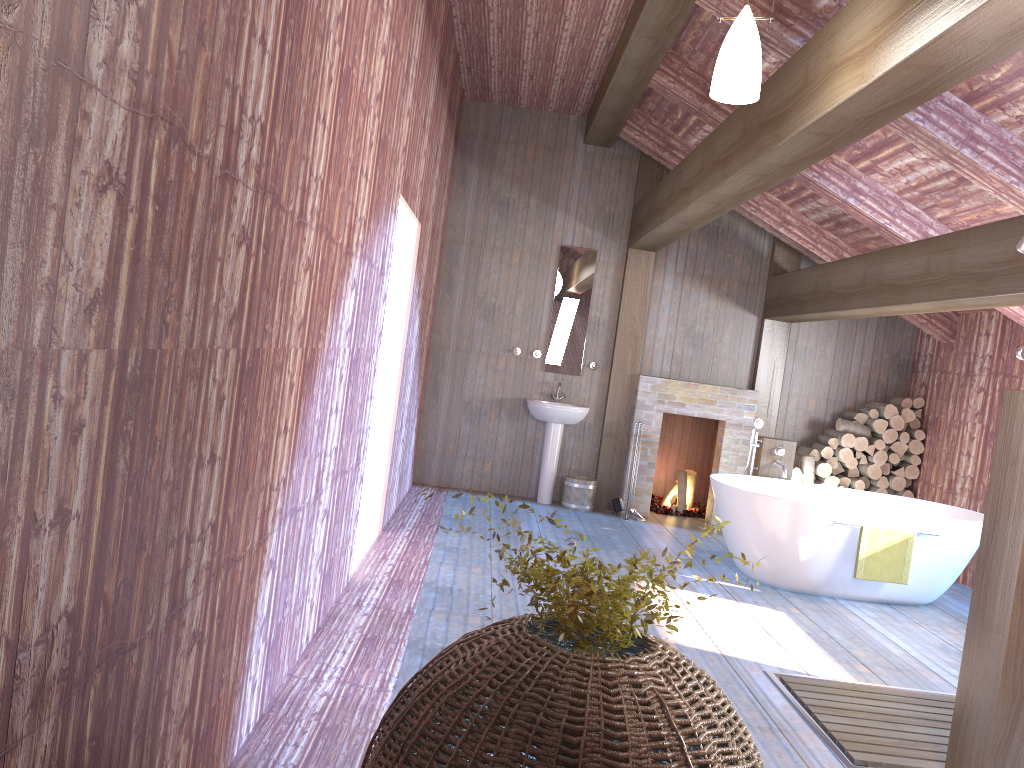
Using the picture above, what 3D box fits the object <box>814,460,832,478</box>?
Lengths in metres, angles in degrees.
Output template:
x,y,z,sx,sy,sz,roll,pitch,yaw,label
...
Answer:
x,y,z,sx,sy,sz,roll,pitch,yaw,label
2.822,0.766,8.239,0.138,0.147,0.440,8,2,-1,object

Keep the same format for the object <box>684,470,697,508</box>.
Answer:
x,y,z,sx,sy,sz,roll,pitch,yaw,label
1.772,1.094,8.958,0.140,0.459,0.266,8,2,16,object

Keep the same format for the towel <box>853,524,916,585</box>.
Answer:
x,y,z,sx,sy,sz,roll,pitch,yaw,label
2.429,1.110,5.777,0.370,0.361,0.032,7,2,-5,towel

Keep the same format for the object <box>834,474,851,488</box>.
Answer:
x,y,z,sx,sy,sz,roll,pitch,yaw,label
3.037,0.896,8.254,0.114,0.120,0.303,8,2,-1,object

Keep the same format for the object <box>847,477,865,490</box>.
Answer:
x,y,z,sx,sy,sz,roll,pitch,yaw,label
3.140,0.906,8.252,0.098,0.100,0.437,8,2,-4,object

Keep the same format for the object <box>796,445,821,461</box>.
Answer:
x,y,z,sx,sy,sz,roll,pitch,yaw,label
2.763,0.647,8.273,0.114,0.113,0.301,8,2,-4,object

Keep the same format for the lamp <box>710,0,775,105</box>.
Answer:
x,y,z,sx,sy,sz,roll,pitch,yaw,label
0.862,-1.522,3.153,0.174,1.001,0.174,7,2,-21,lamp

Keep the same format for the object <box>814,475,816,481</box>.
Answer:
x,y,z,sx,sy,sz,roll,pitch,yaw,label
2.744,0.851,8.333,0.121,0.124,0.291,8,2,-1,object

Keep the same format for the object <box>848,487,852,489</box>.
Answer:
x,y,z,sx,sy,sz,roll,pitch,yaw,label
3.059,0.977,8.257,0.086,0.089,0.279,8,2,-4,object

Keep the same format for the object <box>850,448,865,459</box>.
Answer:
x,y,z,sx,sy,sz,roll,pitch,yaw,label
3.181,0.645,8.242,0.088,0.092,0.280,8,2,-1,object

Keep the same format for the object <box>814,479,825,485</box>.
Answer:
x,y,z,sx,sy,sz,roll,pitch,yaw,label
2.761,0.962,8.270,0.155,0.174,0.483,8,2,-3,object

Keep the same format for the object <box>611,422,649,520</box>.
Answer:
x,y,z,sx,sy,sz,roll,pitch,yaw,label
1.085,0.778,8.129,0.276,0.888,0.333,10,3,40,object

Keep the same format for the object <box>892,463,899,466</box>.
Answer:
x,y,z,sx,sy,sz,roll,pitch,yaw,label
3.529,0.719,8.245,0.067,0.069,0.177,8,2,-2,object

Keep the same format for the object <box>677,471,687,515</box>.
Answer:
x,y,z,sx,sy,sz,roll,pitch,yaw,label
1.673,1.074,8.726,0.098,0.434,0.283,8,2,-4,object

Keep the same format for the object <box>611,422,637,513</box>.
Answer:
x,y,z,sx,sy,sz,roll,pitch,yaw,label
1.017,0.761,8.075,0.136,0.846,0.062,7,2,-20,object

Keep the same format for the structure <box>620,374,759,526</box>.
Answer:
x,y,z,sx,sy,sz,roll,pitch,yaw,label
1.651,0.641,8.379,1.130,1.330,0.226,8,2,-2,structure

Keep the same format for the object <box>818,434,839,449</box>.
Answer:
x,y,z,sx,sy,sz,roll,pitch,yaw,label
2.939,0.534,8.240,0.106,0.112,0.282,8,2,-1,object

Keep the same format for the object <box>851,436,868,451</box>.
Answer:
x,y,z,sx,sy,sz,roll,pitch,yaw,label
3.153,0.529,8.241,0.138,0.147,0.440,8,2,-1,object

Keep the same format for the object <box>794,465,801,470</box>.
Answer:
x,y,z,sx,sy,sz,roll,pitch,yaw,label
2.651,0.797,8.343,0.099,0.093,0.280,8,2,-1,object

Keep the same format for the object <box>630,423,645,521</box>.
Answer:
x,y,z,sx,sy,sz,roll,pitch,yaw,label
1.161,0.793,8.068,0.206,0.871,0.126,10,3,41,object

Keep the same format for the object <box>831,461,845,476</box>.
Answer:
x,y,z,sx,sy,sz,roll,pitch,yaw,label
3.009,0.774,8.341,0.128,0.150,0.323,8,2,-2,object

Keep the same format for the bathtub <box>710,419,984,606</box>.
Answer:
x,y,z,sx,sy,sz,roll,pitch,yaw,label
2.387,0.917,6.340,1.935,1.109,1.460,9,2,20,bathtub

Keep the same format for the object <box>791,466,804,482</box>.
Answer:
x,y,z,sx,sy,sz,roll,pitch,yaw,label
2.558,0.813,8.243,0.139,0.137,0.455,8,2,-4,object

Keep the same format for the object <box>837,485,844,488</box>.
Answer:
x,y,z,sx,sy,sz,roll,pitch,yaw,label
2.967,0.963,8.247,0.098,0.100,0.437,8,2,-4,object

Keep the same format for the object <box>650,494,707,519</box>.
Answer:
x,y,z,sx,sy,sz,roll,pitch,yaw,label
1.650,1.238,9.052,0.829,0.085,0.935,7,2,-19,object

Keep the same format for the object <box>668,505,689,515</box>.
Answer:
x,y,z,sx,sy,sz,roll,pitch,yaw,label
1.644,1.235,8.741,0.278,0.084,0.085,5,3,-45,object

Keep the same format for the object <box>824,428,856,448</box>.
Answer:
x,y,z,sx,sy,sz,roll,pitch,yaw,label
3.042,0.500,8.237,0.135,0.145,0.439,8,2,-1,object

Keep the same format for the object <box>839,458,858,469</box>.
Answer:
x,y,z,sx,sy,sz,roll,pitch,yaw,label
3.099,0.711,8.240,0.115,0.123,0.291,8,2,-1,object

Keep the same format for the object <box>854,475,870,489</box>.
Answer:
x,y,z,sx,sy,sz,roll,pitch,yaw,label
3.249,0.908,8.355,0.116,0.118,0.289,8,2,-4,object

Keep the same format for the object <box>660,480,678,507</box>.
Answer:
x,y,z,sx,sy,sz,roll,pitch,yaw,label
1.607,1.116,8.891,0.221,0.306,0.121,9,2,26,object

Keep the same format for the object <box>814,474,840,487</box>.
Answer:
x,y,z,sx,sy,sz,roll,pitch,yaw,label
2.894,0.885,8.261,0.139,0.148,0.458,8,2,-1,object

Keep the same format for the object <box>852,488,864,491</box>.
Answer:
x,y,z,sx,sy,sz,roll,pitch,yaw,label
3.166,1.007,8.262,0.111,0.113,0.301,8,2,-3,object

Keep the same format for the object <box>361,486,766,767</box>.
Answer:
x,y,z,sx,sy,sz,roll,pitch,yaw,label
0.148,0.808,2.041,0.972,1.073,0.970,7,2,-21,object

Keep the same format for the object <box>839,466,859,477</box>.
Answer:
x,y,z,sx,sy,sz,roll,pitch,yaw,label
3.155,0.808,8.349,0.104,0.127,0.321,8,2,-1,object

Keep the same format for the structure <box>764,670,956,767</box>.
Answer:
x,y,z,sx,sy,sz,roll,pitch,yaw,label
1.722,1.500,3.808,1.000,0.067,1.000,8,2,-2,structure

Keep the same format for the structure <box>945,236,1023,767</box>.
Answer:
x,y,z,sx,sy,sz,roll,pitch,yaw,label
1.906,0.423,3.223,0.328,2.209,0.522,8,2,19,structure

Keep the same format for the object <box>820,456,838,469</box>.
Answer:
x,y,z,sx,sy,sz,roll,pitch,yaw,label
2.919,0.713,8.249,0.111,0.113,0.301,8,2,-3,object

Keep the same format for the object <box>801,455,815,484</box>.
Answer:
x,y,z,sx,sy,sz,roll,pitch,yaw,label
2.691,0.798,8.065,0.147,0.298,0.109,8,2,1,object

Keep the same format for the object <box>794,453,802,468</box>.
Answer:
x,y,z,sx,sy,sz,roll,pitch,yaw,label
2.703,0.721,8.343,0.108,0.113,0.302,8,2,-1,object

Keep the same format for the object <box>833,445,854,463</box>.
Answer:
x,y,z,sx,sy,sz,roll,pitch,yaw,label
3.011,0.634,8.236,0.141,0.143,0.437,8,2,-4,object

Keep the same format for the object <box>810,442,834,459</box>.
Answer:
x,y,z,sx,sy,sz,roll,pitch,yaw,label
2.874,0.617,8.227,0.115,0.123,0.291,8,2,-1,object
